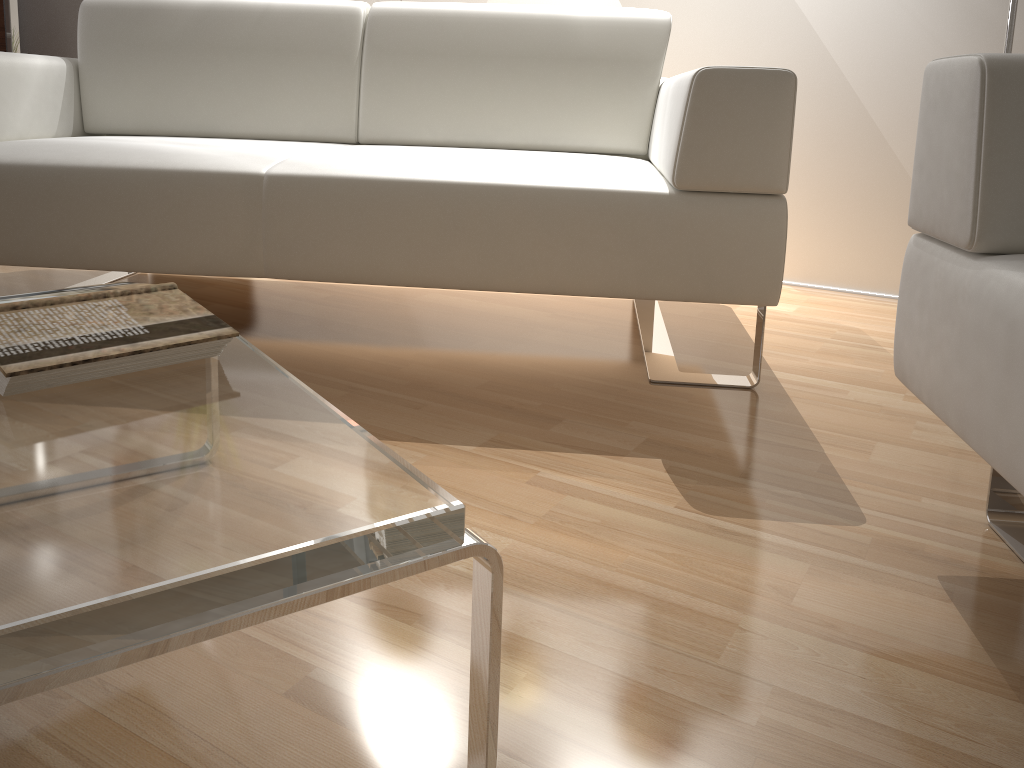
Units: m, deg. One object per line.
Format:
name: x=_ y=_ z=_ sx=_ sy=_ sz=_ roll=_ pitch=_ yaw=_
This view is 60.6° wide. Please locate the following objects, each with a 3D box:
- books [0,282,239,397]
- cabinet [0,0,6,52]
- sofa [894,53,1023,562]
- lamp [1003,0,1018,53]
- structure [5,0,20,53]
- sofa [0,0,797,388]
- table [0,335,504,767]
books: x=-0.439 y=-0.062 z=0.882 sx=0.207 sy=0.054 sz=0.298 roll=-15 pitch=24 yaw=-42
cabinet: x=-3.218 y=-1.613 z=3.640 sx=0.640 sy=0.726 sz=1.894 roll=9 pitch=18 yaw=28
sofa: x=0.840 y=0.122 z=0.164 sx=0.906 sy=0.715 sz=1.846 roll=3 pitch=17 yaw=5
lamp: x=1.066 y=-0.838 z=1.694 sx=0.210 sy=1.622 sz=0.372 roll=-6 pitch=13 yaw=-39
structure: x=-1.947 y=-1.416 z=2.703 sx=0.058 sy=1.016 sz=2.382 roll=7 pitch=17 yaw=29
sofa: x=-0.386 y=-0.498 z=1.937 sx=1.782 sy=0.718 sz=0.938 roll=3 pitch=15 yaw=5
table: x=-0.533 y=0.157 z=0.678 sx=0.802 sy=0.241 sz=0.719 roll=-10 pitch=21 yaw=-33
